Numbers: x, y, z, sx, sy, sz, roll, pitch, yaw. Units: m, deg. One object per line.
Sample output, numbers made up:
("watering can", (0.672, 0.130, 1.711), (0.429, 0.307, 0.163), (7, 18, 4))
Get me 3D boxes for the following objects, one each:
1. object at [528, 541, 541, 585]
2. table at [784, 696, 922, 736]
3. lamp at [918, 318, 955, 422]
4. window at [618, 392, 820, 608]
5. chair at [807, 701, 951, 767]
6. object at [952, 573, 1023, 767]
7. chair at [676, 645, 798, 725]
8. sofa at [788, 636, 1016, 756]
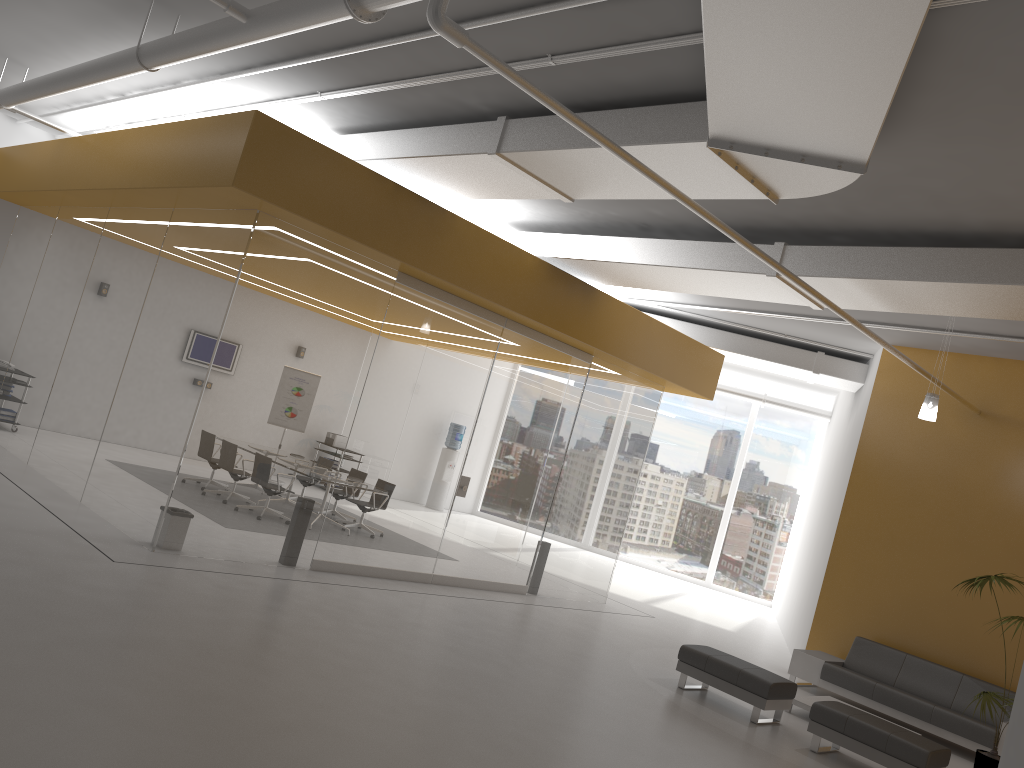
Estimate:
("object", (0.335, 2.465, 11.941), (0.124, 0.706, 0.152), (13, -5, 40))
("table", (3.470, 3.447, 9.023), (1.000, 0.150, 1.000), (12, -6, 45))
("lamp", (4.483, -0.220, 9.266), (0.174, 1.227, 0.174), (16, -4, -3))
("window", (3.633, 2.020, 20.246), (8.533, 4.498, 0.100), (15, -4, 15))
("chair", (3.094, 3.093, 7.552), (1.012, 0.423, 0.575), (12, -6, 45))
("object", (4.307, 2.663, 7.863), (0.912, 1.956, 1.222), (16, -4, -4))
("chair", (2.140, 2.891, 8.567), (1.012, 0.423, 0.575), (12, -6, 45))
("sofa", (4.448, 3.482, 10.050), (2.400, 0.761, 0.860), (12, -6, 45))
